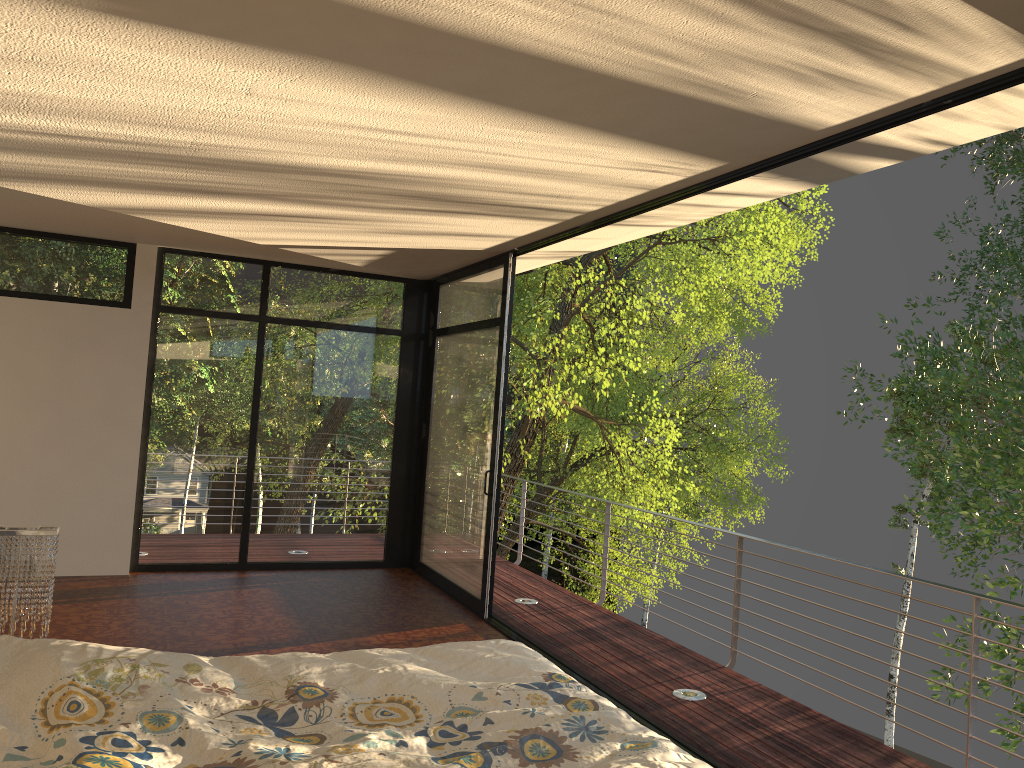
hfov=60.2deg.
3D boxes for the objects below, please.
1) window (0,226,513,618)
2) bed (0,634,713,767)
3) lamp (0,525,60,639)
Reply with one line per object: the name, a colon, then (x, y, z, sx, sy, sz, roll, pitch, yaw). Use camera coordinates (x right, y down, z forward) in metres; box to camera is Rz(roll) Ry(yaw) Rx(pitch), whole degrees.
window: (-1.974, 0.087, 1.705, 7.021, 2.516, 10.041, 5, -2, -24)
bed: (-0.537, 1.100, 2.203, 2.209, 0.713, 1.780, 5, -2, -24)
lamp: (-1.869, 0.900, 3.329, 0.267, 0.731, 0.158, 5, -3, -24)
